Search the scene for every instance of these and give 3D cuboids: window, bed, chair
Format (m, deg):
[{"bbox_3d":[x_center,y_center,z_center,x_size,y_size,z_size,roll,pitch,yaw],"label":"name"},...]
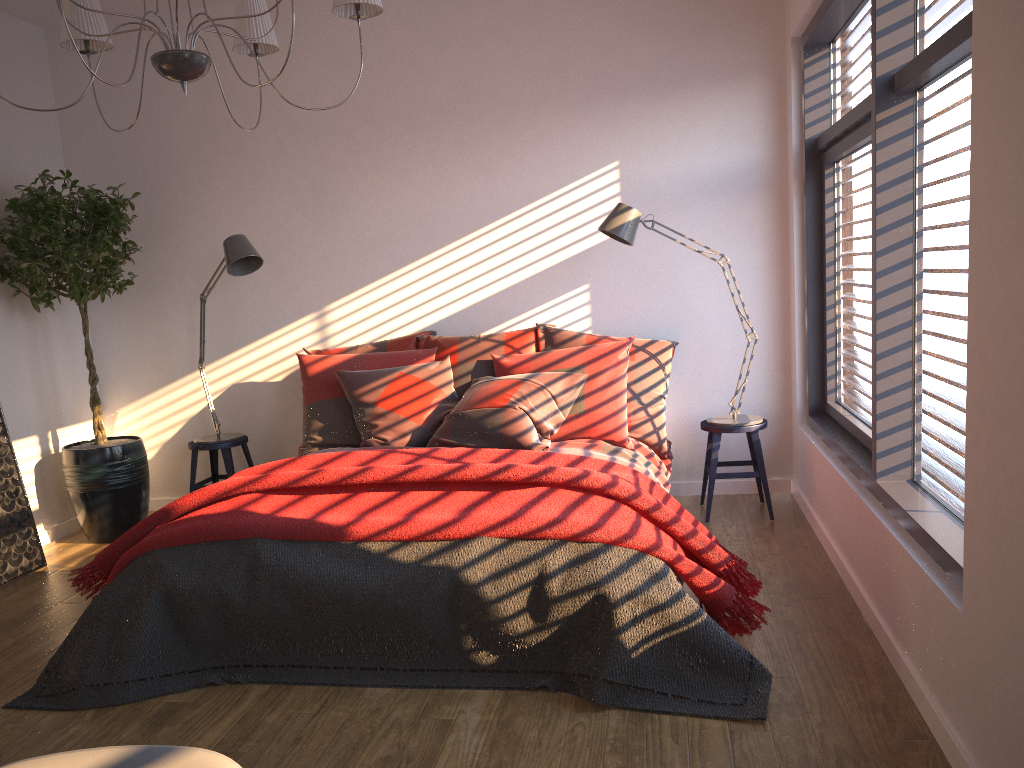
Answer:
[{"bbox_3d":[1.361,-0.582,3.222,0.170,1.957,2.614,-2,8,10],"label":"window"},{"bbox_3d":[-0.284,0.462,3.968,2.037,0.776,2.294,-3,7,10],"label":"bed"},{"bbox_3d":[-0.355,0.815,0.638,0.549,0.880,0.581,-4,9,-2],"label":"chair"}]

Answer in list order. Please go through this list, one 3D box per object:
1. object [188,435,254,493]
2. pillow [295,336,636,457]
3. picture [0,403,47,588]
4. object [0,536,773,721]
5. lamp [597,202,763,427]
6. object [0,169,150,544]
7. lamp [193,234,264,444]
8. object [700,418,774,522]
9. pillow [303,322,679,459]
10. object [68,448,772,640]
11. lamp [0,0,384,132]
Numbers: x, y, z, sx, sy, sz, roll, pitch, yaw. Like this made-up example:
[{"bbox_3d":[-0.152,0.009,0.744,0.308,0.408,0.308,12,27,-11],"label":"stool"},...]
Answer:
[{"bbox_3d":[-1.690,0.563,5.193,0.338,0.484,0.339,-3,9,10],"label":"object"},{"bbox_3d":[-0.273,0.071,4.553,1.815,0.556,0.523,-3,8,11],"label":"pillow"},{"bbox_3d":[-2.618,0.510,4.006,0.210,1.036,1.016,-2,8,10],"label":"picture"},{"bbox_3d":[-0.400,0.663,3.202,2.507,0.573,1.112,-3,8,10],"label":"object"},{"bbox_3d":[0.844,-0.349,4.438,0.788,1.137,0.277,-4,10,2],"label":"lamp"},{"bbox_3d":[-2.362,-0.125,4.844,0.813,2.037,0.794,-2,10,13],"label":"object"},{"bbox_3d":[-1.584,-0.224,4.868,0.278,1.137,0.786,-12,12,-39],"label":"lamp"},{"bbox_3d":[1.149,0.430,4.574,0.338,0.484,0.339,-3,9,8],"label":"object"},{"bbox_3d":[-0.198,0.099,4.511,2.143,0.740,1.134,-3,8,8],"label":"pillow"},{"bbox_3d":[-0.415,0.616,3.341,2.646,0.666,0.677,-3,8,11],"label":"object"},{"bbox_3d":[-1.005,-1.349,2.546,1.101,1.088,1.236,-3,8,10],"label":"lamp"}]
